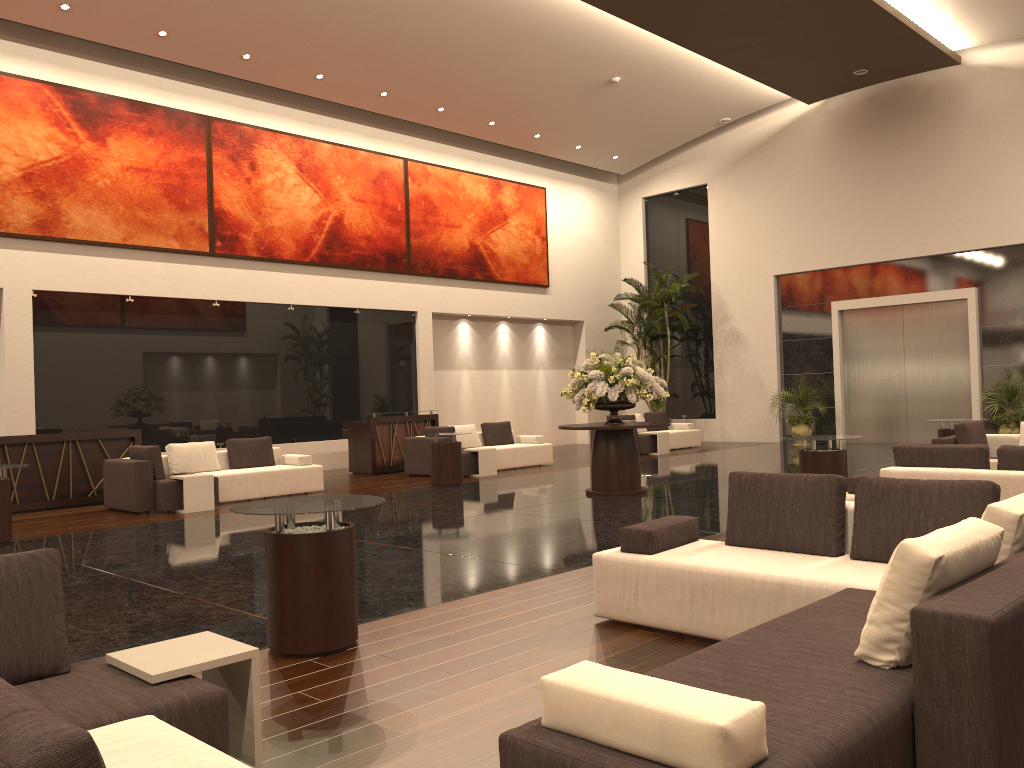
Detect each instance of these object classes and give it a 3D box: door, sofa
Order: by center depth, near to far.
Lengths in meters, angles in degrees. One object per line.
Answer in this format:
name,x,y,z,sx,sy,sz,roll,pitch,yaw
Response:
sofa,-1.117,1.000,2.261,2.846,0.862,1.291,-3,-1,44
sofa,0.926,0.951,3.913,2.586,0.862,3.366,-3,-1,44
sofa,4.651,0.873,7.752,2.586,0.862,3.366,-3,-1,44
sofa,6.273,0.843,9.828,2.846,0.862,1.291,-3,-1,44
sofa,-4.089,1.227,12.561,1.291,0.862,2.846,-3,-1,44
sofa,-0.474,1.151,16.262,1.291,0.862,2.846,-3,-1,44
door,8.626,-0.213,19.445,2.767,3.048,0.040,-3,-1,44
sofa,3.152,1.074,19.974,1.291,0.862,2.846,-3,-1,44

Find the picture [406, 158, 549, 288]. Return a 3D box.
picture,-0.700,-3.660,20.776,0.070,2.526,4.515,-3,-1,44

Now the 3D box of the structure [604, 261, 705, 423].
structure,3.733,-0.789,22.486,2.436,4.611,2.531,-2,-1,16

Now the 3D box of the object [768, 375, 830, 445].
object,6.613,0.552,20.283,1.373,1.682,1.297,-2,-1,-13

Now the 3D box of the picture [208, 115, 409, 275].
picture,-3.859,-3.593,17.542,0.070,2.526,4.515,-3,-1,44

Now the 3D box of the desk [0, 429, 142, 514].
desk,-6.606,1.218,12.381,0.700,1.043,2.606,-3,-1,44

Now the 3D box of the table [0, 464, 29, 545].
table,-5.491,1.266,9.229,0.844,0.795,0.833,-2,-1,-7

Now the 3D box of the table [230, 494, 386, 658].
table,-1.120,1.065,4.955,0.844,0.795,0.833,-2,-1,-7

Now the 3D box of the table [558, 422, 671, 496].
table,1.397,1.004,11.993,1.498,0.921,1.498,-2,-1,35

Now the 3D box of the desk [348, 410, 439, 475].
desk,-2.209,1.089,16.842,0.760,1.114,1.634,-3,-1,44

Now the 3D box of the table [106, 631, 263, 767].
table,-1.211,1.218,3.276,0.400,0.460,0.400,-3,-1,44

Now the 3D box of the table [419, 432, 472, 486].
table,-1.025,1.171,13.801,0.833,0.795,0.844,-2,-1,5

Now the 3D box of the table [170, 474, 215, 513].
table,-4.160,1.419,11.538,0.400,0.460,0.400,-3,-1,44

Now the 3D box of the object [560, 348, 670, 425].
object,1.380,-0.004,11.986,1.453,1.097,1.402,-2,-1,0

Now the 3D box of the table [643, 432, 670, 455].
table,3.081,1.266,18.951,0.400,0.460,0.400,-3,-1,44

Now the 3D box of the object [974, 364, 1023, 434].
object,9.673,0.410,17.219,1.373,1.682,1.297,-2,-1,-8

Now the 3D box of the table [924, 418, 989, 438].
table,6.346,0.907,12.639,0.833,0.795,0.844,-2,-1,5

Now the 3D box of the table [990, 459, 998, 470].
table,5.260,1.081,9.902,0.400,0.460,0.400,-3,-1,44

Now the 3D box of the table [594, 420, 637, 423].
table,1.975,1.108,16.913,0.833,0.795,0.844,-2,-1,5

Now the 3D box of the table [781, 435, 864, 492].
table,3.346,0.971,9.528,0.833,0.795,0.844,-2,-1,5

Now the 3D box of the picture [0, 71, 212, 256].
picture,-7.015,-3.526,14.310,0.070,2.526,4.515,-3,-1,44

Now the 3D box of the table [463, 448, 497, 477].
table,-0.545,1.343,15.239,0.400,0.460,0.400,-3,-1,44
